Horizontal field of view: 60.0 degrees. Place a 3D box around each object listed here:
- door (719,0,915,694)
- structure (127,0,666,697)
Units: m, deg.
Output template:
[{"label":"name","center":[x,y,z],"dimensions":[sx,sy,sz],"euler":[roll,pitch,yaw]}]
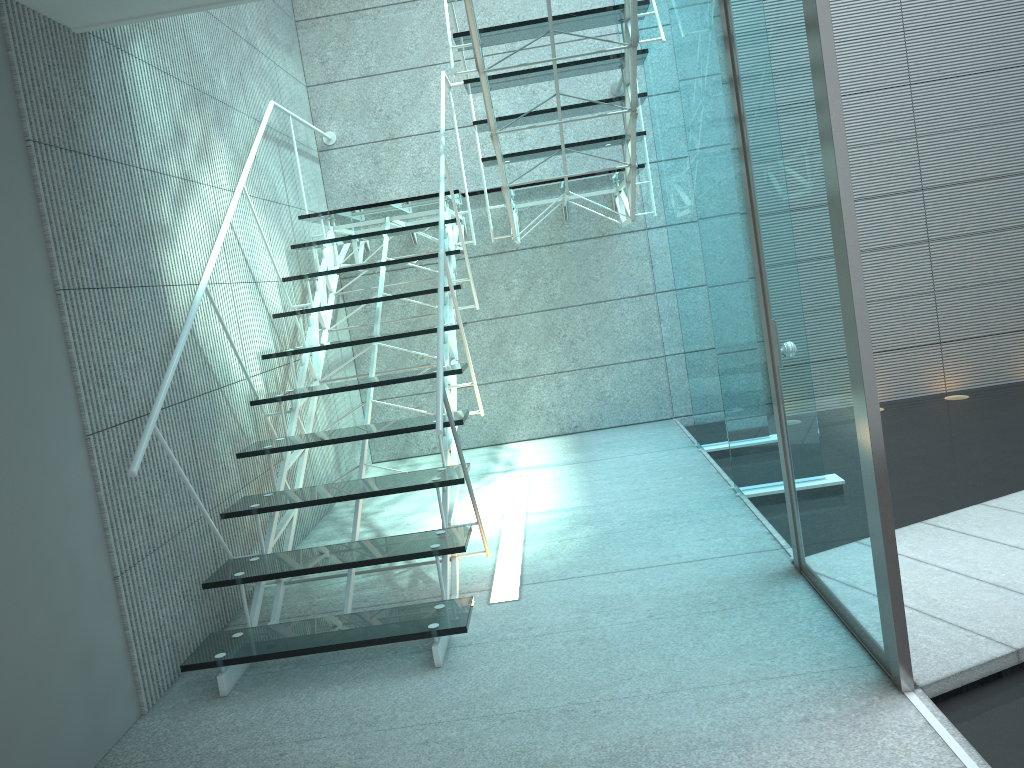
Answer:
[{"label":"door","center":[0.765,-0.380,2.322],"dimensions":[0.076,2.058,0.868],"euler":[-9,5,3]},{"label":"structure","center":[-0.451,-2.373,3.827],"dimensions":[1.909,5.990,3.307],"euler":[-9,5,3]}]
